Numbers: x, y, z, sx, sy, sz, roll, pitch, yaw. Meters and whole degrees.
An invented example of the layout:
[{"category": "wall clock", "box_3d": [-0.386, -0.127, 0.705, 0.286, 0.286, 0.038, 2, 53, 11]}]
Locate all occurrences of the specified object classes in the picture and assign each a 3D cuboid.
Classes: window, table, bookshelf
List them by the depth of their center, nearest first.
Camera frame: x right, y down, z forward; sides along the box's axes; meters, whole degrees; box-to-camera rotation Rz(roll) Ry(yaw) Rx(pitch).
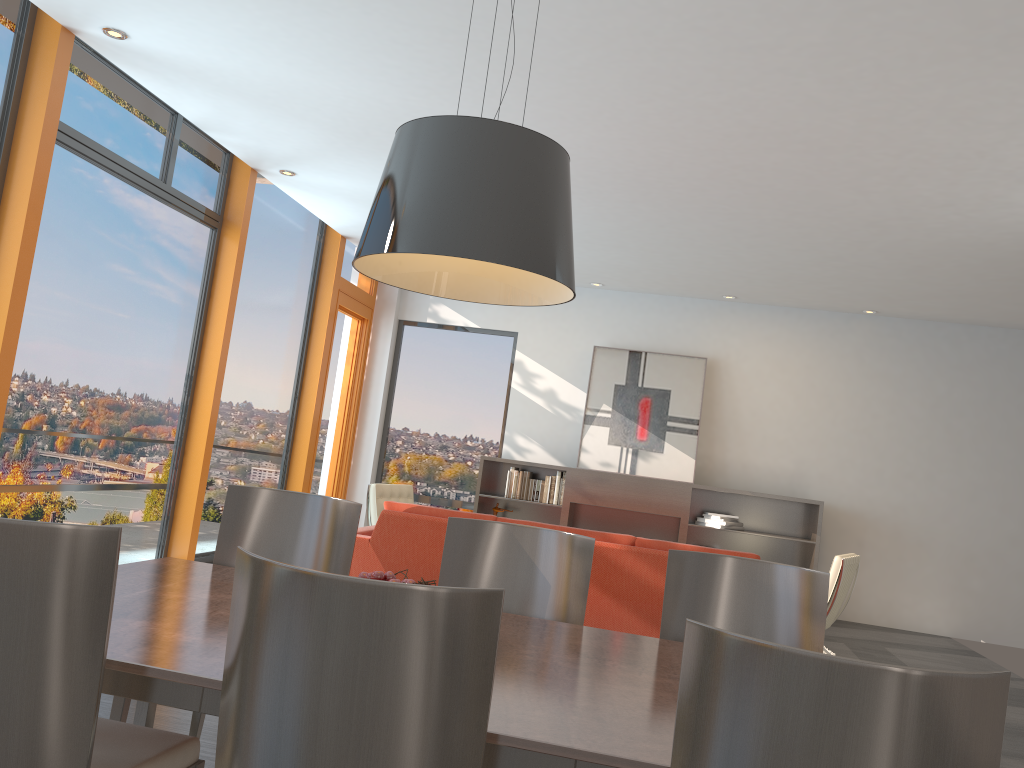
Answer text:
[{"category": "table", "box_3d": [-0.224, 1.007, 2.103, 2.152, 0.765, 1.170, 7, -5, 10]}, {"category": "window", "box_3d": [-3.041, -0.639, 3.210, 0.070, 3.348, 2.921, 7, -5, 10]}, {"category": "window", "box_3d": [-2.596, -0.365, 5.778, 0.070, 3.349, 2.102, 7, -5, 10]}, {"category": "window", "box_3d": [-2.243, -0.147, 7.819, 0.070, 3.349, 1.842, 7, -5, 10]}, {"category": "bookshelf", "box_3d": [1.305, 1.534, 9.020, 3.388, 1.164, 0.569, 7, -5, 10]}, {"category": "window", "box_3d": [-1.877, 0.032, 9.379, 0.211, 3.349, 1.155, 7, -5, 10]}, {"category": "window", "box_3d": [-0.723, 0.242, 10.003, 1.410, 3.343, 0.065, 7, -5, 10]}]

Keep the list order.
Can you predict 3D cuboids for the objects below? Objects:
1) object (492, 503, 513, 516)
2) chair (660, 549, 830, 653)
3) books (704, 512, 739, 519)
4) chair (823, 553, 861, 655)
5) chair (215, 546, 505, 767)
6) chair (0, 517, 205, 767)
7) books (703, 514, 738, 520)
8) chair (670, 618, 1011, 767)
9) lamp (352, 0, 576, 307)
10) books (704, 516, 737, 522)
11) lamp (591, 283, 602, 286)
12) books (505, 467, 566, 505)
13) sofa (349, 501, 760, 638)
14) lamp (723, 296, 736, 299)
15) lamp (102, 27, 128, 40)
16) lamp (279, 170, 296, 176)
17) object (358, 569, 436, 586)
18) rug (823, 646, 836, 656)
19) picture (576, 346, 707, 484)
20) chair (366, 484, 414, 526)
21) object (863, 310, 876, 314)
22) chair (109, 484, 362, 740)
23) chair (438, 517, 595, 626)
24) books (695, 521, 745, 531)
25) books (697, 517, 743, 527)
[{"category": "object", "box_3d": [-0.151, 1.387, 9.244, 0.245, 0.291, 0.201, 5, -6, 30]}, {"category": "chair", "box_3d": [0.617, 0.993, 2.456, 0.548, 0.968, 0.614, 7, -5, 10]}, {"category": "books", "box_3d": [2.080, 1.306, 8.831, 0.300, 0.020, 0.210, 8, -5, 0]}, {"category": "chair", "box_3d": [2.011, 1.551, 6.165, 0.707, 0.817, 0.699, 5, -6, 30]}, {"category": "chair", "box_3d": [-0.278, 0.803, 1.613, 0.548, 0.968, 0.614, 7, -5, 10]}, {"category": "chair", "box_3d": [-0.959, 0.722, 1.741, 0.548, 0.968, 0.614, 7, -5, 10]}, {"category": "books", "box_3d": [2.077, 1.326, 8.829, 0.300, 0.020, 0.210, 12, -6, -39]}, {"category": "chair", "box_3d": [0.470, 0.891, 1.474, 0.548, 0.968, 0.614, 7, -5, 10]}, {"category": "lamp", "box_3d": [-0.016, -1.037, 2.314, 0.567, 1.581, 0.566, 3, -7, 39]}, {"category": "books", "box_3d": [2.074, 1.345, 8.827, 0.210, 0.020, 0.300, 4, -6, 40]}, {"category": "lamp", "box_3d": [0.909, -1.069, 9.543, 0.129, 0.010, 0.129, 11, -6, -34]}, {"category": "books", "box_3d": [0.263, 1.039, 9.159, 0.592, 0.340, 0.324, 7, -5, 10]}, {"category": "sofa", "box_3d": [0.289, 1.236, 5.204, 2.597, 0.853, 1.037, 7, -5, 10]}, {"category": "lamp", "box_3d": [2.275, -0.908, 9.288, 0.129, 0.010, 0.129, 11, -6, -34]}, {"category": "lamp", "box_3d": [-2.129, -1.876, 4.753, 0.129, 0.010, 0.129, 11, -6, -34]}, {"category": "lamp", "box_3d": [-1.754, -1.645, 6.919, 0.129, 0.010, 0.129, 11, -6, -34]}, {"category": "object", "box_3d": [-0.254, 0.544, 2.178, 0.427, 0.154, 0.427, 11, -6, -35]}, {"category": "rug", "box_3d": [0.451, 1.770, 6.231, 3.773, 0.043, 2.981, 7, -5, 10]}, {"category": "picture", "box_3d": [1.367, 0.303, 9.303, 1.208, 1.339, 0.269, 7, -5, 10]}, {"category": "chair", "box_3d": [-0.809, 1.270, 7.322, 0.707, 0.817, 0.699, 6, -5, 20]}, {"category": "object", "box_3d": [3.666, -0.739, 9.092, 0.129, 0.010, 0.129, 11, -6, -34]}, {"category": "chair", "box_3d": [-0.812, 0.824, 2.723, 0.548, 0.968, 0.614, 7, -5, 10]}, {"category": "chair", "box_3d": [-0.064, 0.912, 2.583, 0.548, 0.968, 0.614, 7, -5, 10]}, {"category": "books", "box_3d": [2.066, 1.411, 8.821, 0.398, 0.038, 0.314, 12, -6, -40]}, {"category": "books", "box_3d": [2.071, 1.374, 8.825, 0.314, 0.038, 0.398, 4, -6, 40]}]
